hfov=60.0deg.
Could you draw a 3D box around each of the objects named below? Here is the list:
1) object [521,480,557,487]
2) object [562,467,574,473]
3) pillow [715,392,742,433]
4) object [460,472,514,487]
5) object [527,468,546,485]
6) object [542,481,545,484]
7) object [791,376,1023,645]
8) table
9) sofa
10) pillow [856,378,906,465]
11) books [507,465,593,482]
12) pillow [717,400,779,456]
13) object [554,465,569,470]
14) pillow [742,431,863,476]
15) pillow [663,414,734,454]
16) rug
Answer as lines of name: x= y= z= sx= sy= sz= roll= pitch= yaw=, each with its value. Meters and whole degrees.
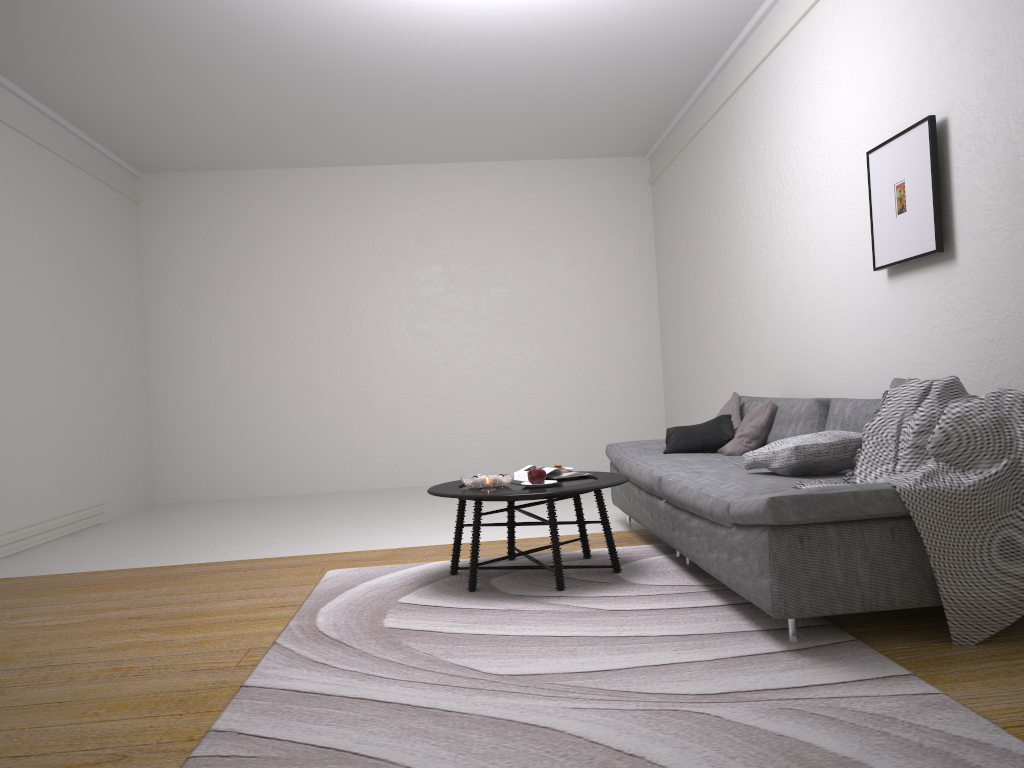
object: x=0.124 y=0.457 z=4.046 sx=0.164 sy=0.015 sz=0.171 roll=-4 pitch=-1 yaw=41
object: x=0.233 y=0.442 z=4.523 sx=0.170 sy=0.015 sz=0.165 roll=-3 pitch=-1 yaw=-22
pillow: x=1.281 y=0.280 z=5.486 sx=0.348 sy=0.448 sz=0.484 roll=-4 pitch=0 yaw=17
object: x=-0.114 y=0.449 z=4.151 sx=0.252 sy=0.062 sz=0.254 roll=-3 pitch=-1 yaw=3
object: x=0.119 y=0.422 z=4.034 sx=0.108 sy=0.082 sz=0.090 roll=-4 pitch=-1 yaw=30
object: x=0.134 y=0.444 z=4.101 sx=0.036 sy=0.036 sz=0.044 roll=-3 pitch=0 yaw=5
object: x=1.405 y=0.411 z=3.040 sx=0.632 sy=0.866 sz=0.866 roll=-3 pitch=-1 yaw=-39
table: x=0.090 y=0.684 z=4.156 sx=0.949 sy=0.449 sz=0.939 roll=-3 pitch=0 yaw=-7
sofa: x=1.241 y=0.465 z=4.299 sx=1.106 sy=0.772 sz=3.046 roll=-3 pitch=-1 yaw=-4
pillow: x=1.469 y=0.173 z=3.308 sx=0.242 sy=0.390 sz=0.425 roll=-3 pitch=0 yaw=-4
books: x=0.166 y=0.432 z=4.375 sx=0.378 sy=0.048 sz=0.300 roll=-3 pitch=-1 yaw=-26
pillow: x=1.321 y=0.256 z=5.054 sx=0.339 sy=0.318 sz=0.421 roll=-3 pitch=0 yaw=-5
object: x=0.233 y=0.429 z=4.526 sx=0.122 sy=0.036 sz=0.117 roll=-3 pitch=-1 yaw=-43
pillow: x=1.244 y=0.298 z=3.751 sx=0.411 sy=0.194 sz=0.400 roll=-3 pitch=-1 yaw=-18
pillow: x=1.101 y=0.327 z=5.218 sx=0.417 sy=0.268 sz=0.406 roll=-4 pitch=0 yaw=16
rug: x=0.133 y=0.879 z=2.826 sx=1.958 sy=0.008 sz=3.694 roll=-3 pitch=-1 yaw=-4
